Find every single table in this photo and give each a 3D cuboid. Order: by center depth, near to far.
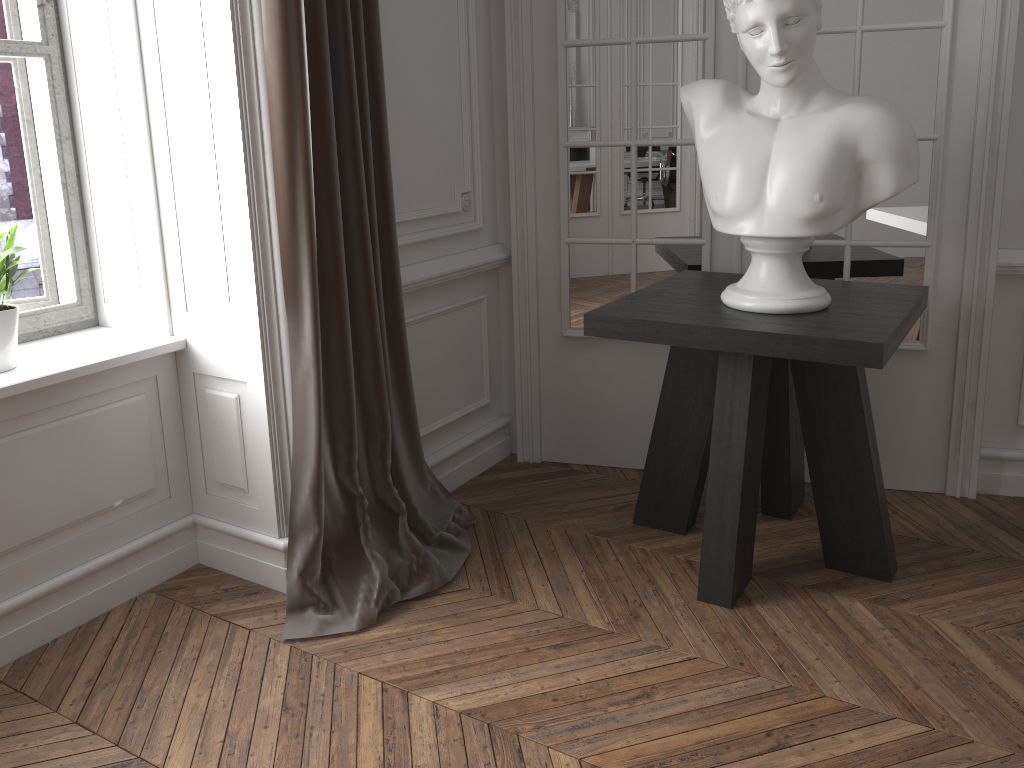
[{"bbox_3d":[0.720,0.121,2.560,0.771,0.737,0.779,7,17,31],"label":"table"}]

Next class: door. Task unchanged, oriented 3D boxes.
[{"bbox_3d":[0.745,-0.978,2.868,1.565,2.690,0.087,2,13,16],"label":"door"}]

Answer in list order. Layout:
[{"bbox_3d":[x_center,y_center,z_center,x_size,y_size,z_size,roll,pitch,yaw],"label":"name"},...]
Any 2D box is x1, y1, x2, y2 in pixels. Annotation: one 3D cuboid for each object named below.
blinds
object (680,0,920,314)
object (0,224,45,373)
[{"bbox_3d":[-0.381,-0.949,2.182,0.343,3.050,0.789,4,14,25],"label":"blinds"},{"bbox_3d":[0.719,-0.663,2.322,0.636,0.908,0.398,7,16,31],"label":"object"},{"bbox_3d":[-1.295,-0.214,2.154,0.284,0.363,0.219,1,14,10],"label":"object"}]
